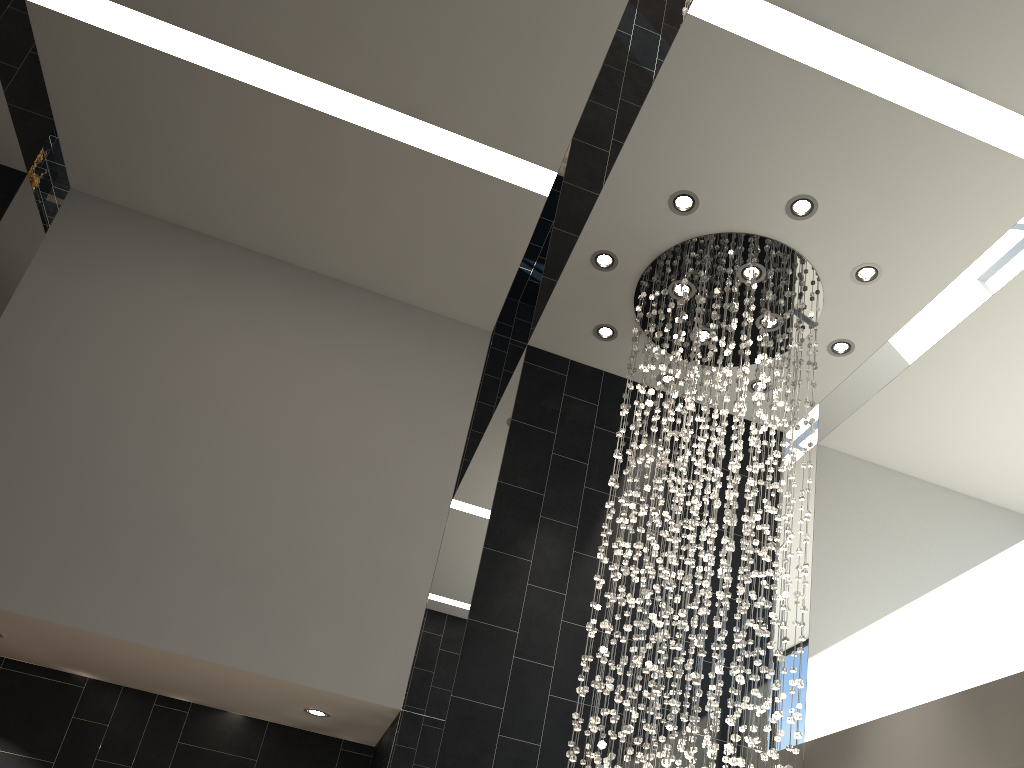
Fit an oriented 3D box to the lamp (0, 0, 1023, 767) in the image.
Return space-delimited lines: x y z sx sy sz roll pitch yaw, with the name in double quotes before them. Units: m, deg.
"lamp" 3.403 -37.054 19.664 397.545 103.798 442.257 3 -34 12
